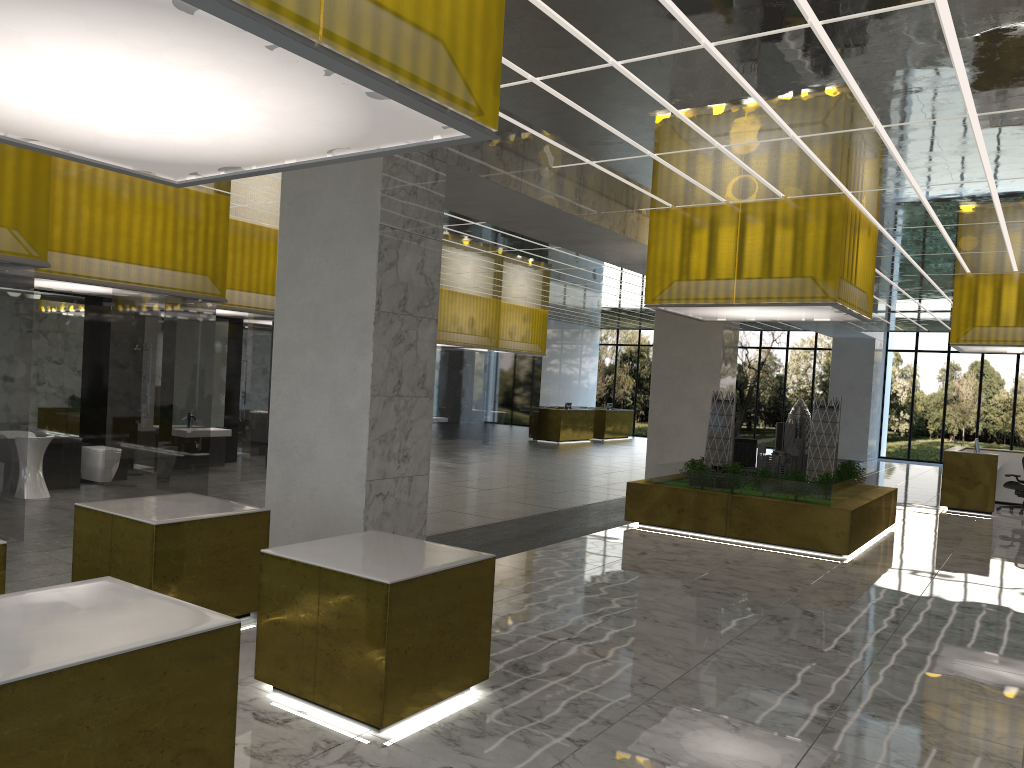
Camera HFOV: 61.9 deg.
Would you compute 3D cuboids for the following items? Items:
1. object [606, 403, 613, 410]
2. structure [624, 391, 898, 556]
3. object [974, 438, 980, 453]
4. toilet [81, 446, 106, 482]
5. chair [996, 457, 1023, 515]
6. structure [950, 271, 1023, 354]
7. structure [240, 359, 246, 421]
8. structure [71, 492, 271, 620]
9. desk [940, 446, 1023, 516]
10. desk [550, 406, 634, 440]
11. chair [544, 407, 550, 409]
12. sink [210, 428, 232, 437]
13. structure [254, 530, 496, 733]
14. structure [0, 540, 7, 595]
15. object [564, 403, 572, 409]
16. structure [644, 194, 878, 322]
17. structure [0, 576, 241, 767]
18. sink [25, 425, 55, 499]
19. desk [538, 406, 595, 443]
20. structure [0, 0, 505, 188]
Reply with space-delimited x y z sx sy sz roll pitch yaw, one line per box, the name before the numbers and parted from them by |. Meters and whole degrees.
object | 4.918 1.322 43.937 0.583 0.668 0.707 4 1 34
structure | 5.170 1.482 17.046 4.097 2.573 4.851 4 1 34
object | 12.281 1.769 22.266 0.583 0.668 0.706 4 1 34
toilet | -8.569 1.666 17.757 0.889 0.694 0.481 4 1 35
chair | 13.034 2.526 21.519 0.987 1.495 1.174 3 1 -32
structure | 13.229 -1.979 21.616 3.443 2.271 2.939 4 1 34
structure | -7.970 0.196 24.935 0.238 1.855 0.427 4 2 25
structure | -3.499 1.838 8.776 1.444 1.174 1.360 4 1 34
desk | 12.996 2.529 21.715 3.404 1.509 3.282 3 0 34
desk | 4.098 1.997 44.499 3.404 1.509 3.282 3 0 34
chair | 1.886 1.879 40.622 1.188 1.495 0.978 4 1 19
sink | -7.689 1.104 20.922 0.926 1.054 1.307 4 1 34
structure | -1.115 1.971 7.048 1.444 1.174 1.360 4 1 34
structure | -4.925 1.765 6.534 1.444 1.174 1.360 4 1 34
object | 2.483 1.198 40.108 0.583 0.668 0.706 4 1 34
structure | 4.707 -2.431 15.949 3.444 2.271 3.058 4 1 34
structure | -2.545 1.898 4.801 1.444 1.174 1.360 4 1 34
sink | -8.882 1.522 15.860 0.773 1.461 0.638 4 2 35
desk | 1.684 1.873 40.704 3.404 1.509 3.282 3 0 34
structure | -2.239 -2.787 5.029 3.443 2.271 3.057 4 1 34
